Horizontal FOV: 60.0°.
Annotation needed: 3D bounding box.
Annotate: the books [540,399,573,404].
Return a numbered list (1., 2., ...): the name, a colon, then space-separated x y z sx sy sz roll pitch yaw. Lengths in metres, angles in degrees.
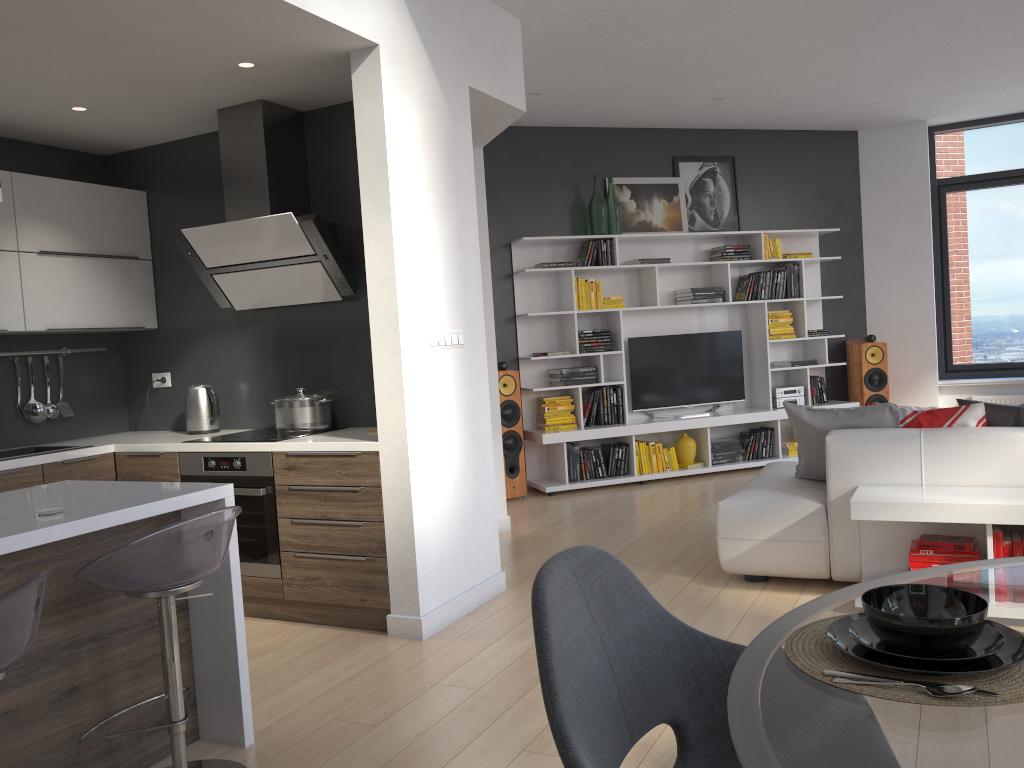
1. books: 0.366 0.140 7.300 0.234 0.024 0.171 -4 3 -14

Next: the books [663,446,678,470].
1. books: 1.330 0.620 7.468 0.067 0.193 0.148 -5 3 -17

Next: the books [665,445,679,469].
1. books: 1.350 0.617 7.483 0.046 0.193 0.149 -5 3 -17

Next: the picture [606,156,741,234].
1. picture: 1.416 -1.630 7.717 1.279 0.707 0.076 -5 3 -18

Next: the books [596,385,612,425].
1. books: 0.762 0.173 7.415 0.026 0.326 0.237 -5 3 -18

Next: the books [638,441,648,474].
1. books: 1.055 0.609 7.400 0.066 0.258 0.198 -5 3 -18

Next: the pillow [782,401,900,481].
1. pillow: 2.829 0.216 4.218 2.953 0.453 0.647 -3 3 15

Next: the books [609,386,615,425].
1. books: 0.791 0.176 7.425 0.034 0.315 0.239 -5 3 -18

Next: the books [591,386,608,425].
1. books: 0.733 0.181 7.402 0.034 0.314 0.237 -5 3 -18

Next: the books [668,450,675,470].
1. books: 1.312 0.635 7.446 0.049 0.169 0.113 -5 3 -19

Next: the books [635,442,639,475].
1. books: 0.993 0.609 7.351 0.029 0.270 0.204 -5 3 -18

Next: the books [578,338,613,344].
1. books: 0.668 -0.357 7.358 0.284 0.030 0.214 -4 3 -10

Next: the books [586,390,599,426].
1. books: 0.644 0.200 7.366 0.100 0.289 0.210 -5 3 -19

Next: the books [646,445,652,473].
1. books: 1.109 0.621 7.398 0.042 0.230 0.156 -5 3 -20

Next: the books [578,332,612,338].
1. books: 0.661 -0.409 7.379 0.284 0.030 0.214 -4 3 -10

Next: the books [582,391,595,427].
1. books: 0.589 0.207 7.367 0.142 0.284 0.232 -5 3 -18

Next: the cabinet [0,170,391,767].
1. cabinet: -2.318 0.016 2.704 2.402 2.501 4.694 -2 3 27

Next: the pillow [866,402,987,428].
1. pillow: 2.768 0.267 3.880 2.250 0.449 0.575 -2 3 24

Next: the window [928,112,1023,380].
1. window: 4.917 -1.276 8.076 1.960 2.402 0.170 -2 3 27

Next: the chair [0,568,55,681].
1. chair: -1.243 0.837 2.001 0.434 0.787 0.475 -4 3 -10

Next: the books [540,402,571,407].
1. books: 0.359 0.165 7.302 0.238 0.023 0.167 -4 3 -3

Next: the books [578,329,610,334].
1. books: 0.669 -0.436 7.352 0.246 0.026 0.180 -4 3 -11

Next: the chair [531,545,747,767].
1. chair: 0.369 0.711 1.338 0.619 0.891 0.655 -2 3 28

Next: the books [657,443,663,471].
1. books: 1.200 0.608 7.443 0.043 0.235 0.171 -5 3 -20

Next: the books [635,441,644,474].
1. books: 1.023 0.605 7.383 0.048 0.271 0.213 -5 3 -18

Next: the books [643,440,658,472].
1. books: 1.147 0.605 7.426 0.055 0.252 0.185 -5 3 -20

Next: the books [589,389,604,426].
1. books: 0.705 0.192 7.388 0.028 0.301 0.213 -5 3 -18

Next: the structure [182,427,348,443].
1. structure: -1.239 0.256 4.487 0.600 0.006 0.550 -2 3 27

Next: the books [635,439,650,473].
1. books: 1.084 0.603 7.408 0.038 0.267 0.202 -5 3 -18

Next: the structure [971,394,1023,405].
1. structure: 4.900 0.312 7.845 1.474 0.460 0.110 -2 3 27

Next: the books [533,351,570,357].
1. books: 0.321 -0.247 7.239 0.209 0.030 0.266 -5 3 -25

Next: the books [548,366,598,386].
1. books: 0.503 -0.065 7.338 0.343 0.137 0.277 -5 3 -18

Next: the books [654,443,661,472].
1. books: 1.184 0.609 7.417 0.043 0.240 0.169 -5 3 -19

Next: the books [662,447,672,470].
1. books: 1.289 0.626 7.451 0.046 0.187 0.134 -5 3 -18

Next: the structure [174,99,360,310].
1. structure: -1.272 -0.899 4.505 0.898 0.998 0.407 -2 3 27

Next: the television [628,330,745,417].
1. television: 1.522 -0.082 7.692 1.102 0.704 0.207 -5 3 -18

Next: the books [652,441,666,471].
1. books: 1.227 0.606 7.462 0.056 0.235 0.172 -5 3 -19

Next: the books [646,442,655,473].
1. books: 1.126 0.607 7.408 0.041 0.252 0.180 -5 3 -18

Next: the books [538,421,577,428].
1. books: 0.369 0.326 7.293 0.269 0.025 0.213 -5 3 -15

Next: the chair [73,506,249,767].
1. chair: -0.977 0.768 2.533 0.434 0.838 0.475 -2 3 25

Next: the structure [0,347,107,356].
1. structure: -3.056 -0.091 3.848 0.050 0.045 3.000 -2 3 27

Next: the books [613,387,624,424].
1. books: 0.862 0.179 7.443 0.051 0.297 0.230 -5 3 -18

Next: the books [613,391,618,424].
1. books: 0.826 0.193 7.430 0.028 0.272 0.200 -5 3 -18

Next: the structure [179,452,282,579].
1. structure: -1.237 0.601 4.462 0.587 0.588 0.584 -2 3 27

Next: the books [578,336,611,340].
1. books: 0.664 -0.382 7.360 0.264 0.020 0.189 -5 3 -15

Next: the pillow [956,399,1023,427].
1. pillow: 3.061 0.228 3.739 2.120 0.436 0.608 -3 3 23

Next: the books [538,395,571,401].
1. books: 0.347 0.116 7.319 0.234 0.024 0.171 -4 3 -14

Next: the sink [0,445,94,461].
1. sink: -2.486 0.316 4.332 0.512 0.518 0.626 -2 3 27
